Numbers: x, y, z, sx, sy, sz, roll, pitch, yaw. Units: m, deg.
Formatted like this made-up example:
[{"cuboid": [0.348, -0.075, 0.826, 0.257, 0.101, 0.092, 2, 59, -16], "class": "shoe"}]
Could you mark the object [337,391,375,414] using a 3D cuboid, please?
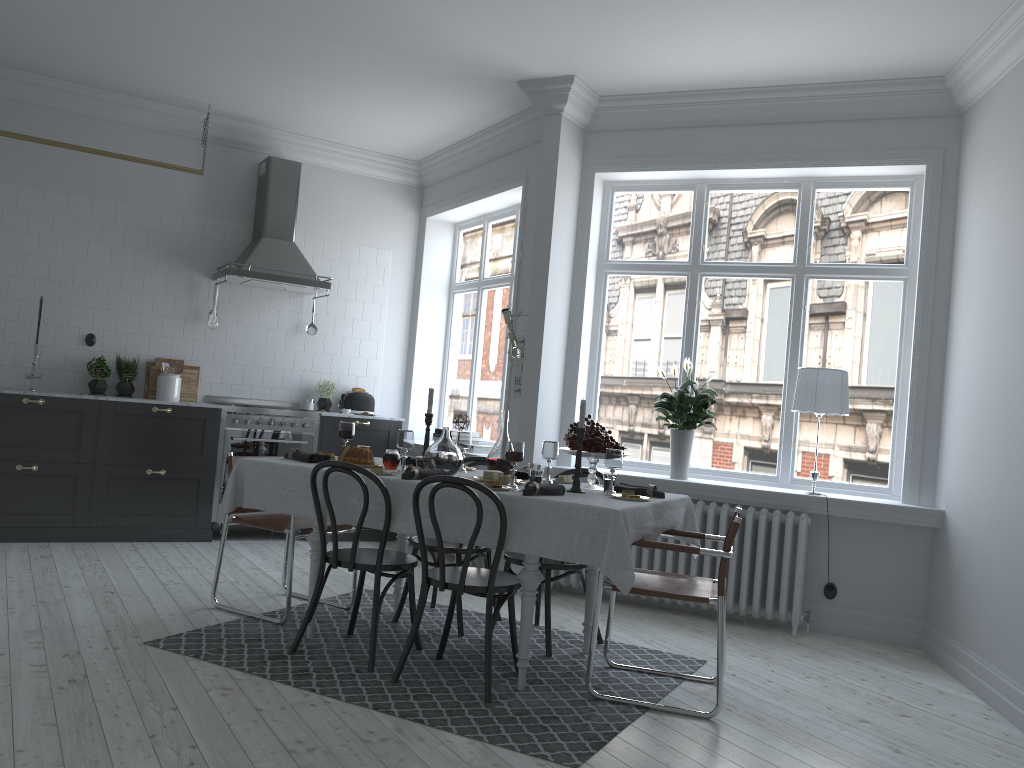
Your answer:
[{"cuboid": [-1.367, 0.160, 7.784, 0.326, 0.207, 0.219, 6, -2, -25], "class": "object"}]

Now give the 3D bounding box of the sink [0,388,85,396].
[{"cuboid": [-3.436, 0.152, 6.323, 0.669, 0.203, 0.384, 6, -2, -30], "class": "sink"}]

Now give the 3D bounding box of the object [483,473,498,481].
[{"cuboid": [-0.103, 0.440, 4.222, 0.078, 0.040, 0.039, 4, -2, 35], "class": "object"}]

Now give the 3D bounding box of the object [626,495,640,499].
[{"cuboid": [0.543, 0.510, 3.997, 0.057, 0.021, 0.037, 6, -2, -30], "class": "object"}]

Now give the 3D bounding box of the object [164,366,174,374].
[{"cuboid": [-2.706, -0.007, 6.905, 0.149, 0.262, 0.054, 4, -2, 35], "class": "object"}]

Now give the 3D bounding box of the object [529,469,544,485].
[{"cuboid": [0.108, 0.438, 4.032, 0.066, 0.094, 0.066, 6, -2, -41], "class": "object"}]

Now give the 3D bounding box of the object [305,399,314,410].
[{"cuboid": [-1.731, 0.180, 7.588, 0.072, 0.095, 0.072, 4, -2, 15], "class": "object"}]

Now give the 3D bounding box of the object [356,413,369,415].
[{"cuboid": [-1.264, 0.254, 7.493, 0.209, 0.008, 0.018, 5, -1, 5], "class": "object"}]

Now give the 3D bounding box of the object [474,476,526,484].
[{"cuboid": [-0.059, 0.470, 4.298, 0.251, 0.018, 0.251, 6, -2, -30], "class": "object"}]

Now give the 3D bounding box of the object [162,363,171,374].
[{"cuboid": [-2.692, -0.019, 6.957, 0.141, 0.290, 0.064, 4, -2, 33], "class": "object"}]

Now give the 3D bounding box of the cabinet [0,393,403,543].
[{"cuboid": [-2.777, 0.646, 6.756, 3.897, 1.012, 0.646, 6, -2, -30], "class": "cabinet"}]

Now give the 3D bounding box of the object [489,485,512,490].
[{"cuboid": [-0.091, 0.459, 3.928, 0.182, 0.013, 0.182, 5, -2, -15], "class": "object"}]

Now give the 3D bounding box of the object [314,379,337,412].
[{"cuboid": [-1.607, 0.098, 7.642, 0.210, 0.283, 0.220, 5, -2, -17], "class": "object"}]

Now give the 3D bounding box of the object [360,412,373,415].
[{"cuboid": [-1.245, 0.251, 7.544, 0.119, 0.031, 0.074, 5, -1, 3], "class": "object"}]

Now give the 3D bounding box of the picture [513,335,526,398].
[{"cuboid": [0.103, -0.127, 6.344, 0.003, 0.457, 0.311, 6, -2, -30], "class": "picture"}]

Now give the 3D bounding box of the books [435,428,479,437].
[{"cuboid": [-0.451, 0.402, 7.298, 0.259, 0.038, 0.325, 6, -2, -28], "class": "books"}]

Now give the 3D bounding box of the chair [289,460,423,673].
[{"cuboid": [-0.697, 0.809, 4.165, 0.463, 0.909, 0.564, 4, -2, 23], "class": "chair"}]

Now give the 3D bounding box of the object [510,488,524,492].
[{"cuboid": [0.029, 0.469, 3.913, 0.031, 0.012, 0.131, 4, -2, 27], "class": "object"}]

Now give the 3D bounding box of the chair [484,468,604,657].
[{"cuboid": [0.221, 0.900, 4.684, 0.463, 0.909, 0.564, 4, -2, 38], "class": "chair"}]

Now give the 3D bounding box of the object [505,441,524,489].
[{"cuboid": [0.008, 0.370, 4.032, 0.083, 0.215, 0.083, 6, -2, -25], "class": "object"}]

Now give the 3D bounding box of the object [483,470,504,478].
[{"cuboid": [-0.094, 0.448, 4.305, 0.100, 0.056, 0.056, 5, -2, -13], "class": "object"}]

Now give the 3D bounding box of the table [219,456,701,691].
[{"cuboid": [-0.275, 0.880, 4.410, 2.179, 0.842, 1.210, 4, -2, 27], "class": "table"}]

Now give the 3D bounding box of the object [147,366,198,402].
[{"cuboid": [-2.704, 0.002, 7.071, 0.360, 0.261, 0.053, 6, -2, -30], "class": "object"}]

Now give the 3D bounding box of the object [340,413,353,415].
[{"cuboid": [-1.378, 0.249, 7.381, 0.126, 0.008, 0.126, 5, -1, -4], "class": "object"}]

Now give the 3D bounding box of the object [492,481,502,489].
[{"cuboid": [-0.064, 0.448, 3.912, 0.036, 0.039, 0.051, 5, -1, 10], "class": "object"}]

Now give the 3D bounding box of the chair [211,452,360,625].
[{"cuboid": [-1.222, 0.819, 4.877, 0.593, 0.837, 0.546, 4, -2, 31], "class": "chair"}]

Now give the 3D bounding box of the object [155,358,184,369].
[{"cuboid": [-2.742, -0.035, 7.076, 0.220, 0.330, 0.041, 6, -2, -30], "class": "object"}]

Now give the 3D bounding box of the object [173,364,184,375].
[{"cuboid": [-2.676, -0.018, 7.000, 0.056, 0.296, 0.131, 4, -2, 39], "class": "object"}]

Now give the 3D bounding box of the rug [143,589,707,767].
[{"cuboid": [-0.345, 1.285, 4.278, 2.166, 0.021, 1.701, 4, -2, 28], "class": "rug"}]

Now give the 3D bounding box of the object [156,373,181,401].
[{"cuboid": [-2.690, 0.027, 6.948, 0.174, 0.208, 0.174, 6, -2, -35], "class": "object"}]

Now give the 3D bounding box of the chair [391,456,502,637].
[{"cuboid": [-0.306, 0.862, 4.920, 0.463, 0.909, 0.564, 4, -2, 23], "class": "chair"}]

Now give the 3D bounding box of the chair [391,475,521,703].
[{"cuboid": [-0.200, 0.844, 3.886, 0.463, 0.909, 0.564, 4, -2, 18], "class": "chair"}]

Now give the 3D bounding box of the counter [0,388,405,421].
[{"cuboid": [-2.740, 0.131, 6.778, 3.902, 0.020, 0.624, 6, -2, -30], "class": "counter"}]

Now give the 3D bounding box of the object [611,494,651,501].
[{"cuboid": [0.536, 0.514, 4.005, 0.182, 0.013, 0.182, 5, -2, -20], "class": "object"}]

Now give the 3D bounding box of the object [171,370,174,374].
[{"cuboid": [-2.686, 0.004, 6.997, 0.114, 0.247, 0.050, 4, -2, 25], "class": "object"}]

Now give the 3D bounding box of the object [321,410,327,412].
[{"cuboid": [-1.628, 0.227, 7.546, 0.091, 0.018, 0.062, 6, -2, -33], "class": "object"}]

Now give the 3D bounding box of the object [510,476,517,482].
[{"cuboid": [-0.021, 0.462, 4.292, 0.077, 0.039, 0.040, 4, -2, 30], "class": "object"}]

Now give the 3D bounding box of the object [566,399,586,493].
[{"cuboid": [0.315, 0.288, 4.125, 0.089, 0.432, 0.089, 5, -1, -8], "class": "object"}]

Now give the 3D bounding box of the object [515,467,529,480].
[{"cuboid": [0.027, 0.466, 4.688, 0.165, 0.061, 0.247, 5, -1, 9], "class": "object"}]

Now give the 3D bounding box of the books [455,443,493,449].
[{"cuboid": [-0.261, 0.489, 6.970, 0.274, 0.016, 0.341, 6, -2, -29], "class": "books"}]

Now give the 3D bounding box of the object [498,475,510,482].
[{"cuboid": [-0.045, 0.457, 4.238, 0.077, 0.040, 0.040, 5, -1, -11], "class": "object"}]

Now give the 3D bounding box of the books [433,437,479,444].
[{"cuboid": [-0.462, 0.467, 7.292, 0.259, 0.031, 0.328, 6, -2, -32], "class": "books"}]

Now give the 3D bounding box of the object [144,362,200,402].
[{"cuboid": [-2.728, -0.013, 7.122, 0.400, 0.290, 0.030, 6, -2, -30], "class": "object"}]

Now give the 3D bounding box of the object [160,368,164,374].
[{"cuboid": [-2.714, 0.000, 6.978, 0.118, 0.250, 0.033, 6, -2, -30], "class": "object"}]

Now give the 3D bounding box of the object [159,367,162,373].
[{"cuboid": [-2.712, -0.002, 6.928, 0.117, 0.251, 0.061, 5, -1, 0], "class": "object"}]

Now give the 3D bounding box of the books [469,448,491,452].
[{"cuboid": [-0.272, 0.506, 6.968, 0.254, 0.019, 0.337, 6, -2, -32], "class": "books"}]

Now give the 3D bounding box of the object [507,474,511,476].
[{"cuboid": [-0.028, 0.460, 4.352, 0.077, 0.040, 0.039, 4, -2, 39], "class": "object"}]

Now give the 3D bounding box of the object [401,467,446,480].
[{"cuboid": [-0.402, 0.415, 4.109, 0.165, 0.061, 0.247, 5, -1, 9], "class": "object"}]

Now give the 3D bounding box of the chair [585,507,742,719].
[{"cuboid": [0.692, 0.958, 3.966, 0.593, 0.837, 0.546, 4, -2, 15], "class": "chair"}]

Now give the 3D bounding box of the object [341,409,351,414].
[{"cuboid": [-1.377, 0.229, 7.380, 0.072, 0.040, 0.070, 6, -2, -38], "class": "object"}]

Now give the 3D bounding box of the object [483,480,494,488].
[{"cuboid": [-0.103, 0.445, 3.925, 0.021, 0.037, 0.057, 4, -2, 41], "class": "object"}]

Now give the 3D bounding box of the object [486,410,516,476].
[{"cuboid": [-0.047, 0.309, 4.510, 0.152, 0.352, 0.152, 4, -2, 21], "class": "object"}]

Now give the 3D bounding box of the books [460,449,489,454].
[{"cuboid": [-0.272, 0.525, 6.961, 0.254, 0.019, 0.343, 6, -2, -30], "class": "books"}]

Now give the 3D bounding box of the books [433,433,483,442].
[{"cuboid": [-0.444, 0.437, 7.288, 0.287, 0.031, 0.351, 6, -2, -30], "class": "books"}]
